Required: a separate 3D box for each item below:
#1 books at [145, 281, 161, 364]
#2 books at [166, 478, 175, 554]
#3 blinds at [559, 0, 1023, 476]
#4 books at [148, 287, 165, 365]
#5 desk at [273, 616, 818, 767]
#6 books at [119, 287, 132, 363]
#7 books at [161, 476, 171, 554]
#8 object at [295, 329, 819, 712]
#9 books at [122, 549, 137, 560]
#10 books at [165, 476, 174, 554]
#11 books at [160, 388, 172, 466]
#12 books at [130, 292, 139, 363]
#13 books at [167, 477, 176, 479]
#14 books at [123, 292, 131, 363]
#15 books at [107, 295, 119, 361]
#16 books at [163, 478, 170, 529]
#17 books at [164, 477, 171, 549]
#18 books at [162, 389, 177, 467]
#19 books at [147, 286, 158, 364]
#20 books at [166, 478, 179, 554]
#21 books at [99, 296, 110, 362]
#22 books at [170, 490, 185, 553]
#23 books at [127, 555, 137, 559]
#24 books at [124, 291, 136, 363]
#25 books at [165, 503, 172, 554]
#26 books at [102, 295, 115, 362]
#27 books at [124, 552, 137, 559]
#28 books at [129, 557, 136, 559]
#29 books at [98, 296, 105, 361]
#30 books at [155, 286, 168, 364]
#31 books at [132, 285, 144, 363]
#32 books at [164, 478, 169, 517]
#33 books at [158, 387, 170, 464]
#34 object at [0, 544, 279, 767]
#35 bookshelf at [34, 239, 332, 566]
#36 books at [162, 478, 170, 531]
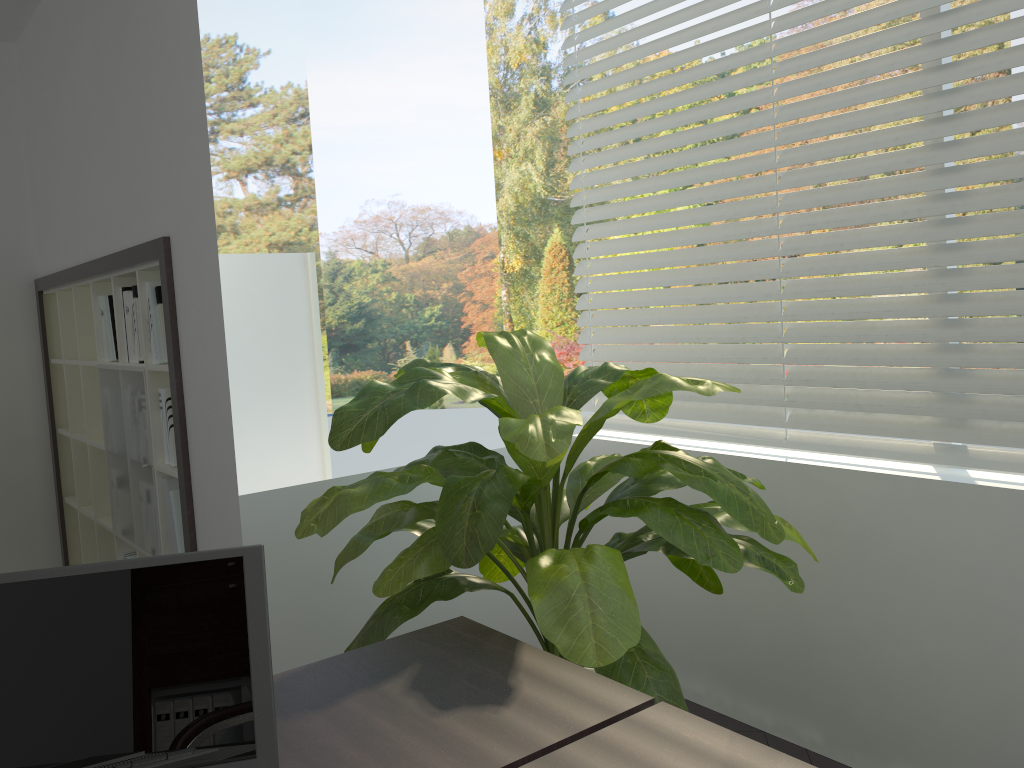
[{"bbox_3d":[-1.135,-0.215,3.038,0.208,0.275,0.040,-7,5,-37],"label":"books"},{"bbox_3d":[-1.066,0.458,3.050,0.212,0.297,0.032,-7,5,-37],"label":"books"},{"bbox_3d":[1.307,-1.891,1.372,1.220,4.260,3.921,-5,5,-18],"label":"blinds"},{"bbox_3d":[-1.096,-0.201,2.975,0.208,0.257,0.058,-7,5,-37],"label":"books"},{"bbox_3d":[-0.492,0.880,0.717,1.814,0.697,0.975,-7,6,-37],"label":"desk"},{"bbox_3d":[-1.340,-0.226,3.306,0.208,0.275,0.040,-7,5,-37],"label":"books"},{"bbox_3d":[-1.096,0.456,3.090,0.212,0.297,0.032,-7,5,-37],"label":"books"},{"bbox_3d":[0.101,0.471,2.068,1.121,1.197,1.027,-1,5,31],"label":"object"},{"bbox_3d":[-1.482,0.800,3.649,0.208,0.258,0.040,-7,5,-37],"label":"books"},{"bbox_3d":[-1.077,0.455,3.063,0.217,0.300,0.032,-7,5,-37],"label":"books"},{"bbox_3d":[-1.074,0.135,3.018,0.208,0.259,0.060,-7,5,-37],"label":"books"},{"bbox_3d":[-1.262,-0.210,3.208,0.208,0.251,0.040,-7,5,-37],"label":"books"},{"bbox_3d":[-1.066,0.455,3.057,0.214,0.298,0.032,-7,5,-37],"label":"books"},{"bbox_3d":[-1.314,-0.216,3.273,0.208,0.258,0.040,-7,5,-37],"label":"books"},{"bbox_3d":[-1.465,-0.225,3.485,0.208,0.257,0.058,-7,5,-37],"label":"books"},{"bbox_3d":[-1.082,0.457,3.073,0.211,0.297,0.032,-7,5,-37],"label":"books"},{"bbox_3d":[-1.092,0.457,3.087,0.211,0.297,0.032,-7,5,-37],"label":"books"},{"bbox_3d":[-1.059,0.136,2.998,0.208,0.259,0.060,-7,5,-37],"label":"books"},{"bbox_3d":[-1.108,-0.204,2.998,0.208,0.259,0.060,-7,5,-37],"label":"books"},{"bbox_3d":[-1.062,0.458,3.047,0.211,0.297,0.032,-7,5,-37],"label":"books"},{"bbox_3d":[-1.521,-0.226,3.534,0.208,0.258,0.040,-7,5,-37],"label":"books"},{"bbox_3d":[-1.046,0.476,3.031,0.208,0.259,0.060,-7,5,-37],"label":"books"},{"bbox_3d":[-1.426,0.802,3.569,0.208,0.259,0.060,-7,5,-37],"label":"books"},{"bbox_3d":[-1.293,-0.214,3.237,0.208,0.258,0.040,-7,5,-37],"label":"books"},{"bbox_3d":[-1.089,0.456,3.082,0.211,0.297,0.032,-7,5,-37],"label":"books"},{"bbox_3d":[-1.489,-0.225,3.497,0.208,0.259,0.060,-7,5,-37],"label":"books"},{"bbox_3d":[-1.458,0.802,3.608,0.208,0.258,0.040,-7,5,-37],"label":"books"},{"bbox_3d":[-1.413,0.805,3.546,0.208,0.257,0.058,-7,5,-37],"label":"books"},{"bbox_3d":[-1.545,-0.228,3.575,0.208,0.258,0.040,-7,5,-37],"label":"books"},{"bbox_3d":[-1.072,-0.204,2.971,0.208,0.257,0.058,-7,5,-37],"label":"books"},{"bbox_3d":[-1.233,-0.218,3.164,0.208,0.272,0.053,-7,5,-37],"label":"books"},{"bbox_3d":[-1.079,0.457,3.069,0.211,0.297,0.032,-7,5,-37],"label":"books"},{"bbox_3d":[-1.102,0.133,3.062,0.208,0.258,0.040,-7,5,-37],"label":"books"},{"bbox_3d":[-0.447,0.365,0.903,0.380,0.288,0.320,-5,5,-12],"label":"object"},{"bbox_3d":[-1.455,0.243,3.705,0.502,1.494,2.100,-7,6,-37],"label":"bookshelf"},{"bbox_3d":[-1.085,0.454,3.077,0.219,0.302,0.032,-7,5,-37],"label":"books"}]
